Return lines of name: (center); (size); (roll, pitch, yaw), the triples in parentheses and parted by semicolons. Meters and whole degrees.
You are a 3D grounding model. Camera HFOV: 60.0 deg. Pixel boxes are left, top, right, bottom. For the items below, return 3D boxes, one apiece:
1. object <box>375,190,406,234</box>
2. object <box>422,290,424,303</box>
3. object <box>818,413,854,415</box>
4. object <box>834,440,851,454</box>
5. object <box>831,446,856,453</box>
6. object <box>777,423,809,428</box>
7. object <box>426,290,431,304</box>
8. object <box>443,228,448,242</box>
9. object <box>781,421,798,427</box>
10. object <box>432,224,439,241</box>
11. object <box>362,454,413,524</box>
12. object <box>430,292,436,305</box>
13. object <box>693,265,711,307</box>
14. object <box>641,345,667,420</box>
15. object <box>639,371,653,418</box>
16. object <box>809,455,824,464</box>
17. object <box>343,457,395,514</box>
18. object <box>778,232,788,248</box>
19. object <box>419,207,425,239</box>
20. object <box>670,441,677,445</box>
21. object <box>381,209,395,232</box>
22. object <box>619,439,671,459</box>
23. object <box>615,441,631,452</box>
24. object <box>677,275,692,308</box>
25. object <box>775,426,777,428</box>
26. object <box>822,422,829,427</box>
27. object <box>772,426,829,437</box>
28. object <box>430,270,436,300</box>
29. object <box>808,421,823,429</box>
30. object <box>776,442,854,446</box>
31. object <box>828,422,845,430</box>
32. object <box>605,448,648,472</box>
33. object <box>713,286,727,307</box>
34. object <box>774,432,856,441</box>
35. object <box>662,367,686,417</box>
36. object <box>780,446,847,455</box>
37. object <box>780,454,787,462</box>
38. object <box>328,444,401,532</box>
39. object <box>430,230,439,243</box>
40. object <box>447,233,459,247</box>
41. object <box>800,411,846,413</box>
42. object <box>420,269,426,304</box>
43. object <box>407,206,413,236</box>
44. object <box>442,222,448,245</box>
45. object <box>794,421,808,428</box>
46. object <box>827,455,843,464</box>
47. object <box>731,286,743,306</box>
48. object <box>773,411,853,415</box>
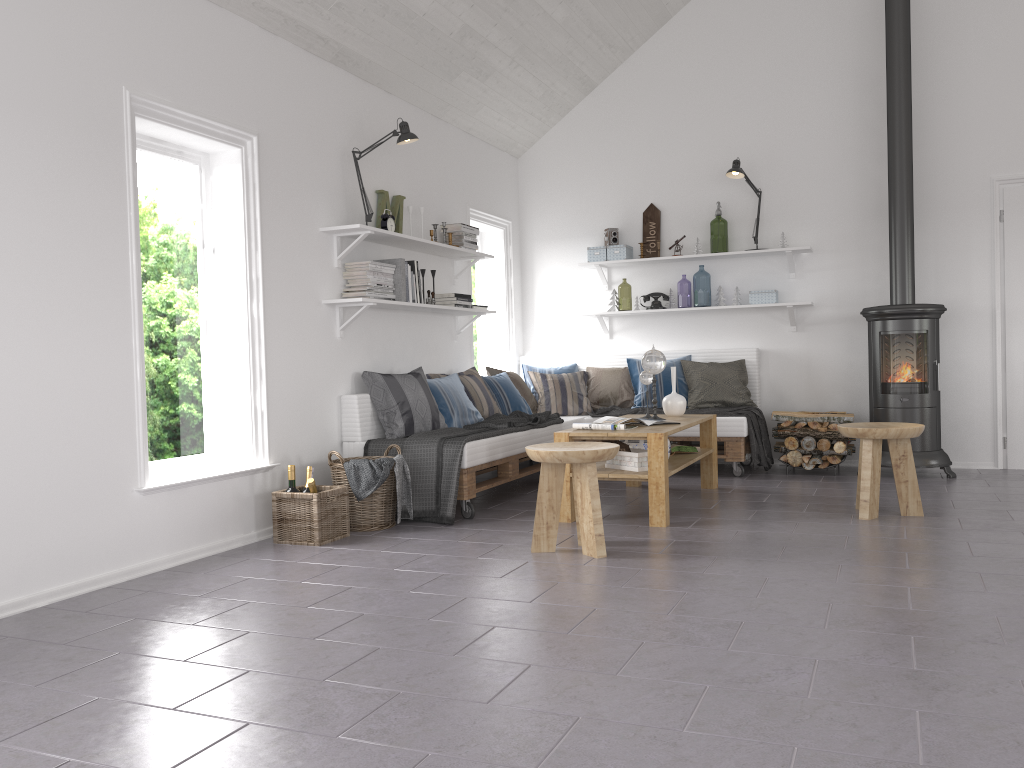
object: (-0.782, -1.067, 5.682); (0.052, 0.311, 0.330); (-1, 2, 23)
object: (-0.598, -0.568, 5.879); (0.032, 0.117, 0.058); (-2, 1, -3)
object: (2.235, 0.236, 6.552); (0.541, 0.070, 0.101); (-1, 2, 24)
object: (2.394, 0.415, 6.442); (0.118, 0.142, 0.520); (-1, 2, 27)
object: (2.241, 0.475, 6.561); (0.562, 0.063, 0.095); (-1, 2, 24)
object: (2.251, 0.315, 6.544); (0.562, 0.057, 0.097); (-1, 2, 23)
object: (-0.556, -0.571, 5.934); (0.032, 0.117, 0.058); (-1, 2, 34)
object: (-0.466, -1.011, 6.158); (0.055, 0.153, 0.055); (-2, 2, -9)
object: (2.068, 0.282, 6.553); (0.098, 0.061, 0.467); (-1, 2, 24)
object: (-0.515, -1.004, 5.962); (0.055, 0.153, 0.055); (-2, 1, 1)
object: (-0.746, 0.570, 4.787); (0.349, 0.356, 0.290); (-1, 2, 17)
object: (-0.524, -0.563, 5.887); (0.032, 0.102, 0.058); (-1, 2, 18)
object: (1.500, -0.769, 6.998); (0.137, 0.335, 0.137); (-1, 2, 12)
object: (0.883, -0.010, 5.501); (0.155, 0.468, 0.155); (-2, 1, 2)
object: (0.869, 0.054, 5.701); (0.109, 0.329, 0.109); (-2, 1, -8)
object: (2.244, 0.526, 6.494); (0.097, 0.056, 0.562); (-1, 2, 23)
object: (-0.764, 0.555, 4.731); (0.303, 0.332, 0.367); (-2, 2, -21)
object: (2.071, -1.093, 6.772); (0.072, 0.142, 0.073); (-3, 2, -34)
object: (-0.601, -1.053, 5.942); (0.084, 0.256, 0.084); (-2, 1, -8)
object: (0.917, 0.370, 5.521); (0.195, 0.029, 0.176); (-1, 2, 33)
object: (-0.761, -0.989, 5.440); (0.050, 0.165, 0.120); (-1, 2, 23)
object: (0.769, 0.376, 5.152); (0.302, 0.161, 0.302); (-1, 2, 19)
object: (0.624, 0.391, 4.913); (0.090, 0.139, 0.182); (-2, 2, -12)
object: (1.373, -0.735, 7.061); (0.111, 0.270, 0.111); (0, 2, 41)
object: (2.229, 0.355, 6.576); (0.539, 0.070, 0.101); (-1, 2, 24)
object: (2.292, 0.281, 6.449); (0.044, 0.034, 0.425); (-1, 2, 23)
object: (2.178, 0.342, 6.457); (0.538, 0.082, 0.099); (-1, 2, 23)
object: (-0.533, -0.646, 6.047); (0.085, 0.259, 0.085); (-2, 1, -8)
object: (2.230, 0.281, 6.490); (0.096, 0.068, 0.467); (-1, 2, 23)
object: (2.278, 0.474, 6.662); (0.569, 0.078, 0.115); (-1, 2, 24)
object: (2.359, 0.280, 6.431); (0.098, 0.088, 0.466); (-1, 2, 24)
object: (0.654, 0.413, 4.855); (0.155, 0.102, 0.281); (-3, 2, -34)
object: (1.647, -0.695, 7.009); (0.103, 0.178, 0.097); (-2, 2, -14)
object: (2.191, 0.379, 6.421); (0.562, 0.063, 0.095); (-1, 2, 24)
object: (1.052, 0.051, 5.758); (0.155, 0.325, 0.155); (-2, 1, -6)
object: (2.167, 0.481, 6.388); (0.468, 0.069, 0.095); (-1, 2, 23)
object: (2.059, 0.526, 6.629); (0.052, 0.056, 0.561); (-1, 2, 23)
object: (-0.789, 0.559, 4.798); (0.393, 0.432, 0.393); (-1, 2, 10)
object: (-0.525, -0.966, 5.811); (0.088, 0.085, 0.088); (-3, 2, -44)
object: (-0.422, -0.983, 6.071); (0.124, 0.100, 0.124); (-3, 2, -44)
object: (2.260, 0.234, 6.633); (0.467, 0.063, 0.095); (-1, 2, 23)
object: (-0.596, -0.642, 5.971); (0.085, 0.259, 0.085); (-2, 1, -8)
object: (-0.673, -1.050, 5.892); (0.084, 0.256, 0.084); (-2, 1, -8)
object: (-0.456, -1.010, 5.978); (0.066, 0.160, 0.066); (-1, 2, 10)
object: (2.147, 0.283, 6.525); (0.098, 0.060, 0.467); (-1, 2, 26)
object: (2.353, 0.531, 6.446); (0.096, 0.060, 0.467); (-1, 2, 23)
object: (1.756, -0.688, 6.928); (0.088, 0.161, 0.093); (-1, 2, 33)
object: (2.185, 0.236, 6.460); (0.562, 0.074, 0.095); (-1, 2, 24)
